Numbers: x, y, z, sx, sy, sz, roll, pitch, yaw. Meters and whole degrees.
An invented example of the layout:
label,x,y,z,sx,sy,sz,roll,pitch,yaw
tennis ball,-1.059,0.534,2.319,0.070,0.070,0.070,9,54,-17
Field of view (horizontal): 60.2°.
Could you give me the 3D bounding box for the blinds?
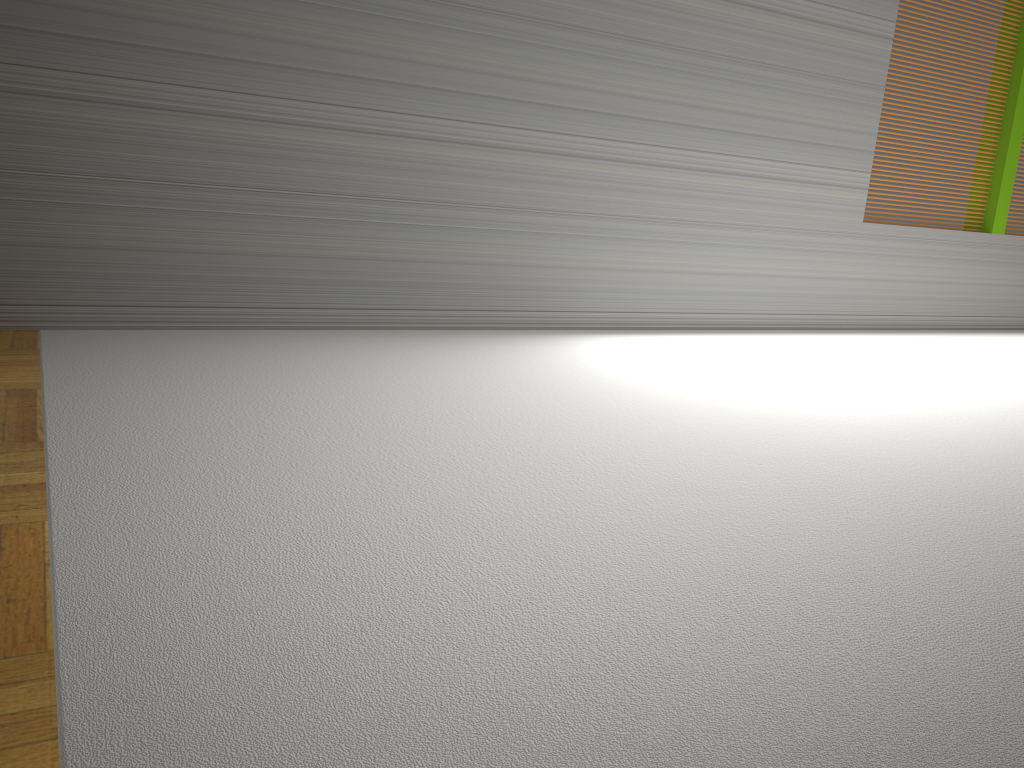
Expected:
label,x,y,z,sx,sy,sz,roll,pitch,yaw
blinds,3.297,-1.918,5.874,3.531,2.019,0.012,-1,12,-29
